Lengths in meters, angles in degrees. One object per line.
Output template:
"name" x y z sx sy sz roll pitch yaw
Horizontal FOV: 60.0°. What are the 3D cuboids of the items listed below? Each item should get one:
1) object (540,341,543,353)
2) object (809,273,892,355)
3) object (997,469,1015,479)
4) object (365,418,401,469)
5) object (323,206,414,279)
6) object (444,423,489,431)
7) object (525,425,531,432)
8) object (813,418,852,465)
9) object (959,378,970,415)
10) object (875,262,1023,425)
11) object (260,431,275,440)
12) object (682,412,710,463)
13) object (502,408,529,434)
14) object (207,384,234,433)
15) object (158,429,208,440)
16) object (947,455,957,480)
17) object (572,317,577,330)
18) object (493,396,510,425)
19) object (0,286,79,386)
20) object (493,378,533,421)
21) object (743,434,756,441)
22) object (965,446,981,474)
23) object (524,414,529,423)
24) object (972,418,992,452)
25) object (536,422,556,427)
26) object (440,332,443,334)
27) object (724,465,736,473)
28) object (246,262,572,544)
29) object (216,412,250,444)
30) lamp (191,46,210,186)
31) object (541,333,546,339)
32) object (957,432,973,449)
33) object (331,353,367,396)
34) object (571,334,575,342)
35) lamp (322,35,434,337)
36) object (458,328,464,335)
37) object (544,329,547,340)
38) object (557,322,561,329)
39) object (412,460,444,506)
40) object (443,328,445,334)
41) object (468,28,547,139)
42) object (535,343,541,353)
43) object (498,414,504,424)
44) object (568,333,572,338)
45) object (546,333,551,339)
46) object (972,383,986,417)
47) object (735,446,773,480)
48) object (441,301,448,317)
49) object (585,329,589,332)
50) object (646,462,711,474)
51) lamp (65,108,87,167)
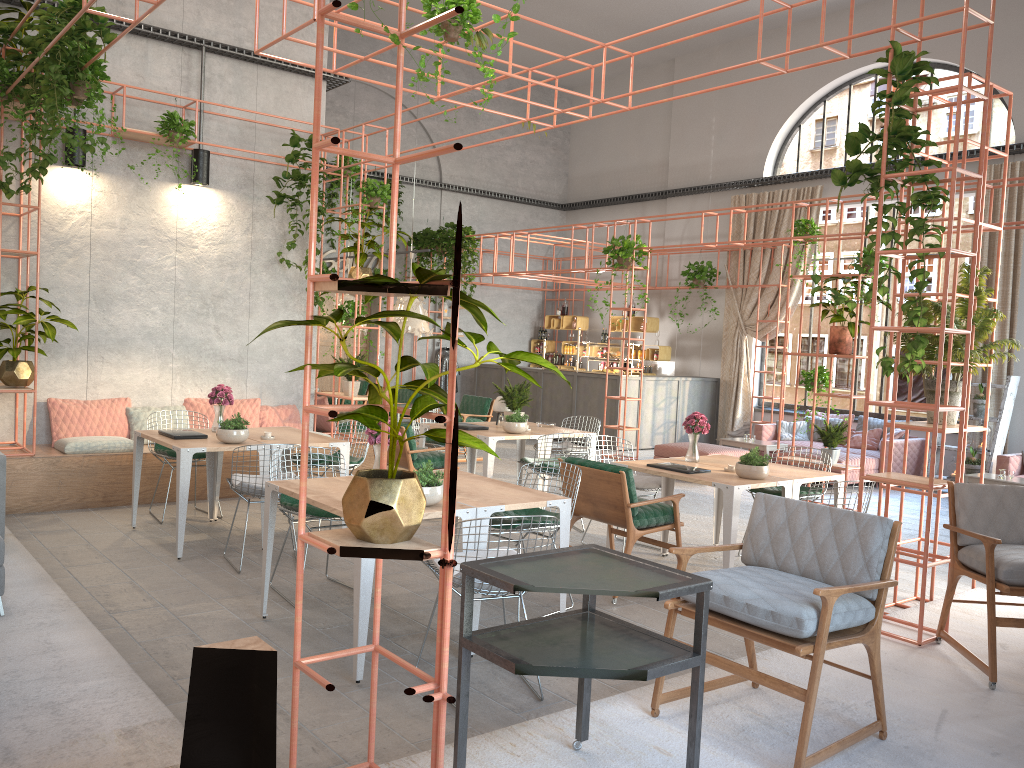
"object" 0.652 -0.782 18.827 0.072 0.248 0.094 1 4 -38
"object" 3.833 -0.802 10.021 0.923 0.946 0.924 4 3 18
"object" 5.617 1.057 10.138 0.199 0.145 0.156 2 3 -24
"object" -0.792 0.399 5.443 0.225 0.414 0.213 6 4 44
"object" -1.634 -1.580 10.064 0.934 0.947 0.903 3 3 13
"object" -0.463 0.429 8.958 0.268 0.031 0.427 1 4 -38
"object" 0.137 0.439 8.976 0.115 0.078 0.115 1 3 -33
"object" 3.650 0.654 10.121 0.438 0.527 0.368 1 4 -38
"object" 6.097 0.168 12.038 0.216 0.500 0.216 3 3 -6
"object" 3.006 -0.270 6.115 0.894 1.100 0.900 2 3 -9
"object" -2.005 0.418 7.277 0.115 0.078 0.115 1 3 -33
"object" 1.503 0.433 7.266 0.225 0.414 0.213 6 4 44
"object" 0.030 0.360 8.684 0.248 0.247 0.254 1 4 -38
"object" -2.491 0.207 7.585 0.225 0.414 0.213 6 4 44
"object" -2.674 0.409 7.203 0.268 0.031 0.427 1 4 -38
"object" 5.910 1.110 11.828 0.208 0.320 0.192 1 3 -33
"object" 1.297 -1.242 18.174 0.137 0.261 0.137 3 3 -2
"object" -0.085 0.292 9.434 0.241 0.313 0.241 3 3 7
"object" -4.442 -0.437 7.975 0.934 0.919 0.903 4 3 23
"object" 0.026 0.195 9.120 0.438 0.527 0.368 1 4 -38
"object" 3.427 0.810 12.901 0.199 0.145 0.156 2 3 -24
"object" 6.044 1.053 11.614 0.236 0.464 0.225 4 3 30
"object" 0.126 0.386 9.439 0.095 0.119 0.095 2 3 -14
"object" 6.189 0.665 11.663 0.219 0.430 0.216 0 4 -45
"object" 0.362 0.435 9.484 0.218 0.041 0.218 1 3 -30
"object" -1.394 -1.071 17.630 0.055 0.164 0.092 2 3 -20
"object" 1.688 0.646 6.809 0.115 0.073 0.115 0 4 -44
"object" -0.324 0.051 2.861 0.934 0.923 0.903 4 3 18
"object" -2.181 0.339 6.929 0.248 0.247 0.254 1 4 -38
"lamp" -3.261 -2.824 9.335 0.179 1.425 0.185 1 4 -39
"object" 0.671 -1.008 18.830 0.115 0.147 0.115 3 3 6
"object" 6.064 0.715 11.871 0.223 0.297 0.223 2 3 -19
"object" -1.838 -0.123 10.138 0.438 0.527 0.368 1 4 -38
"object" 1.246 -0.949 18.105 0.083 0.159 0.083 1 3 -29
"lamp" -2.409 -2.759 13.214 0.704 4.052 4.456 1 4 -38
"object" -1.101 -1.055 17.848 0.219 0.149 0.129 1 4 -38
"object" 0.722 -1.086 18.998 0.066 0.291 0.066 3 3 1
"object" 1.010 -1.210 18.435 0.123 0.142 0.141 1 4 -38
"object" -0.487 0.531 4.792 0.247 0.247 0.252 1 4 -39
"object" -1.331 -1.063 17.654 0.063 0.151 0.063 5 4 38
"object" -0.161 -0.855 2.386 0.894 1.101 0.900 4 3 16
"object" 0.563 -0.767 18.958 0.131 0.207 0.131 3 3 7
"object" -0.033 0.358 9.584 0.210 0.154 0.165 5 4 41
"object" 1.190 -0.955 18.176 0.083 0.159 0.083 1 3 -29
"object" 0.774 -1.007 18.912 0.115 0.147 0.115 3 3 6
"object" 6.253 0.210 11.835 0.212 0.457 0.217 2 3 -22
"object" 1.767 0.580 6.521 0.247 0.247 0.252 1 4 -39
"object" -1.346 -1.505 17.609 0.136 0.336 0.145 2 3 -24
"object" 1.509 -0.986 17.974 0.075 0.273 0.075 4 3 18
"object" 1.274 0.649 6.794 0.268 0.031 0.427 1 4 -38
"lamp" -4.207 -2.833 8.583 0.179 1.425 0.185 1 4 -39
